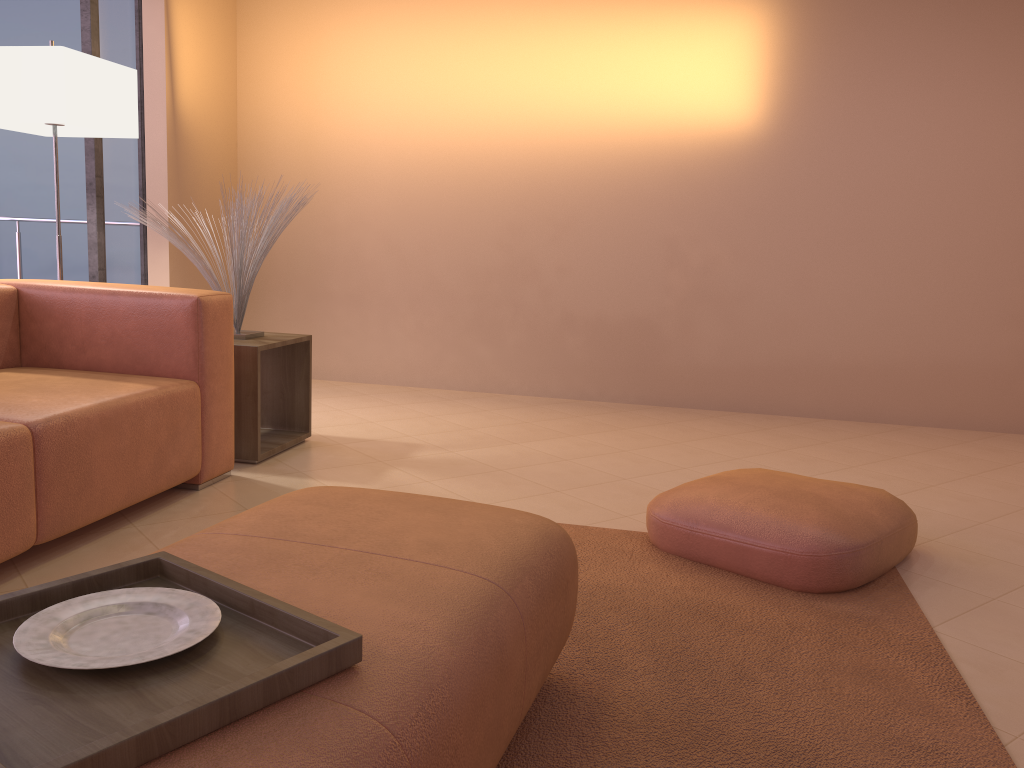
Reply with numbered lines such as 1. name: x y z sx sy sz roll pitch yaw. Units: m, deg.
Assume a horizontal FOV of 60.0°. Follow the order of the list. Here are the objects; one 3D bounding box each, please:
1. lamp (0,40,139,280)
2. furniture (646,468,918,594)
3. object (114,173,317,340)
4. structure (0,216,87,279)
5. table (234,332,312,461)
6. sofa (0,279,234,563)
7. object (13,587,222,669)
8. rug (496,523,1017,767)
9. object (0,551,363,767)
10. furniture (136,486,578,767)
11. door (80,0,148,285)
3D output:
1. lamp: -1.862 -0.585 3.645 0.454 1.578 0.454 4 9 12
2. furniture: 0.811 0.406 2.673 0.659 0.226 0.699 10 12 41
3. object: -1.161 -0.507 3.510 0.703 0.634 0.700 -3 11 -31
4. structure: -3.083 -0.477 3.687 1.663 0.541 4.176 4 9 12
5. table: -1.100 0.027 3.575 0.415 0.436 0.469 4 9 12
6. sofa: -1.712 0.159 1.927 0.943 0.672 2.781 4 9 12
7. object: -0.493 0.311 1.121 0.240 0.018 0.240 -2 10 -24
8. rug: -0.065 0.633 1.509 1.833 0.005 2.626 4 9 12
9. object: -0.483 0.319 1.055 0.436 0.034 0.421 9 11 36
10. furniture: -0.369 0.451 1.308 0.685 0.301 1.291 5 9 17
11. door: -1.997 -1.017 4.539 0.056 2.160 0.480 4 9 12
